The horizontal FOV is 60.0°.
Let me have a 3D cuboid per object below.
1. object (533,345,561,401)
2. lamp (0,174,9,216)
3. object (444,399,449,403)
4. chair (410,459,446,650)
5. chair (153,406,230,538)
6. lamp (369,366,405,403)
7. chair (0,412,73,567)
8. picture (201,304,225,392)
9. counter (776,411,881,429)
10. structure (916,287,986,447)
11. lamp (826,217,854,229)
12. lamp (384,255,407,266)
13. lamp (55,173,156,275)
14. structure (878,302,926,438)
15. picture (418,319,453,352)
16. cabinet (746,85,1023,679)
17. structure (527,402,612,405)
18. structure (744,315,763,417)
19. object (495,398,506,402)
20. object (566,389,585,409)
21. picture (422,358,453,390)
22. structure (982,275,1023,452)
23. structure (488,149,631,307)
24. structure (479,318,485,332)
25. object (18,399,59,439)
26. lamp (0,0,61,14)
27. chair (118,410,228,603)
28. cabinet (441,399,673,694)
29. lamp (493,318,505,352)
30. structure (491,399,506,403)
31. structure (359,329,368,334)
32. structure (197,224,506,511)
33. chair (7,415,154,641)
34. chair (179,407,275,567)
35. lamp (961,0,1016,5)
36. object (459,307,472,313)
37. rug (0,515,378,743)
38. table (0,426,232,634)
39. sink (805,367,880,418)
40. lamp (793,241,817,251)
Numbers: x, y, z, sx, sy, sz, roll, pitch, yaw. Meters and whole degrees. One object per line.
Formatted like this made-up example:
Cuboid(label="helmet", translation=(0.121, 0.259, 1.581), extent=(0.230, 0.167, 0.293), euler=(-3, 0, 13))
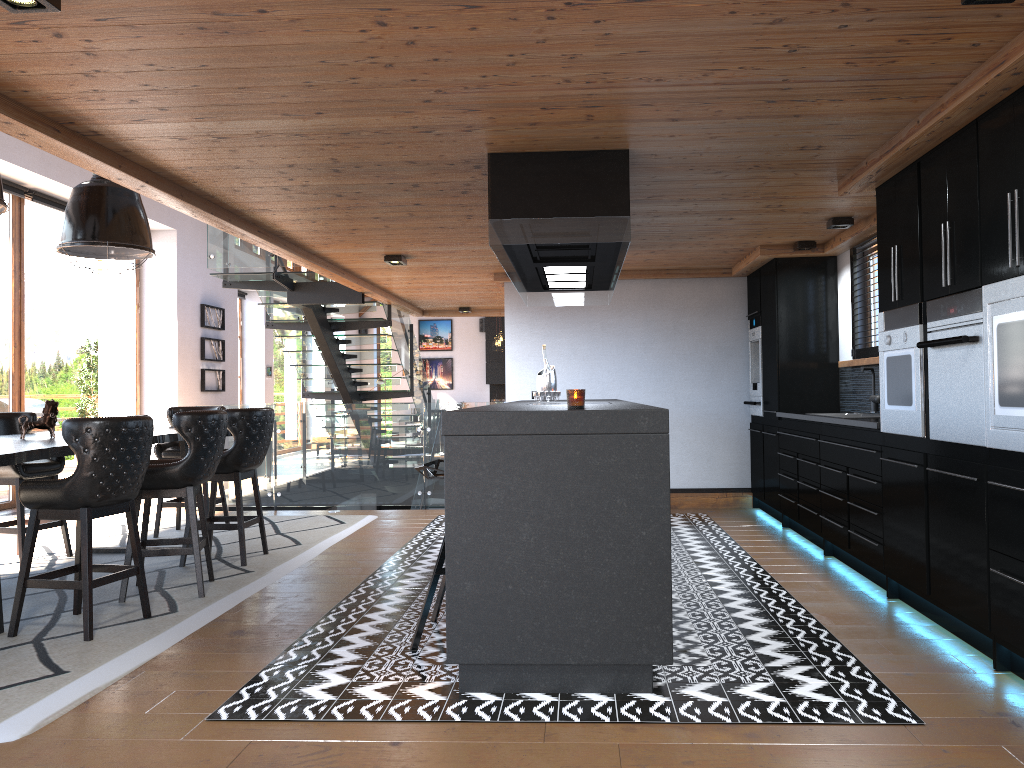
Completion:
Cuboid(label="object", translation=(0.278, -0.088, 7.128), extent=(0.226, 0.452, 0.225), euler=(-1, -1, 4))
Cuboid(label="lamp", translation=(-2.919, -3.113, 4.512), extent=(0.629, 4.686, 0.614), euler=(0, -2, -41))
Cuboid(label="object", translation=(-1.689, 0.635, 22.408), extent=(0.262, 0.532, 0.423), euler=(0, -1, -27))
Cuboid(label="chair", translation=(-0.219, 0.799, 4.309), extent=(0.468, 0.839, 0.540), euler=(-1, -1, 5))
Cuboid(label="chair", translation=(-2.715, 0.739, 7.564), extent=(0.503, 1.092, 0.568), euler=(-1, -1, 3))
Cuboid(label="lamp", translation=(-3.042, 0.490, 21.674), extent=(0.522, 1.899, 1.334), euler=(-1, -1, 25))
Cuboid(label="chair", translation=(-3.544, 0.747, 6.306), extent=(0.565, 1.092, 0.506), euler=(-1, -1, 13))
Cuboid(label="picture", translation=(-4.593, -0.538, 13.625), extent=(0.059, 1.312, 0.775), euler=(-1, -1, 4))
Cuboid(label="counter", translation=(2.418, 0.243, 6.255), extent=(0.530, 0.040, 2.570), euler=(-1, -1, 4))
Cuboid(label="structure", translation=(1.979, -0.070, 4.018), extent=(0.089, 0.673, 0.595), euler=(-1, -1, 4))
Cuboid(label="lamp", translation=(2.338, -1.154, 6.319), extent=(0.155, 0.068, 0.153), euler=(-1, -1, 4))
Cuboid(label="lamp", translation=(-1.022, -1.093, 7.794), extent=(0.155, 0.068, 0.261), euler=(-1, -1, 4))
Cuboid(label="lamp", translation=(-2.798, -3.099, 6.101), extent=(0.629, 4.686, 0.614), euler=(0, -2, -41))
Cuboid(label="structure", translation=(2.207, -0.067, 4.669), extent=(0.381, 0.673, 0.600), euler=(-1, -1, 4))
Cuboid(label="picture", translation=(-1.971, -1.251, 22.806), extent=(0.878, 0.816, 0.036), euler=(-1, -1, 3))
Cuboid(label="cabinet", translation=(2.363, 0.008, 5.615), extent=(0.542, 2.381, 6.438), euler=(-1, -1, 4))
Cuboid(label="structure", translation=(0.352, 0.128, 5.418), extent=(0.503, 0.017, 0.611), euler=(-1, -1, 4))
Cuboid(label="structure", translation=(2.396, -0.167, 8.527), extent=(0.255, 0.946, 0.598), euler=(-1, -1, 4))
Cuboid(label="object", translation=(-0.114, 0.609, 19.172), extent=(0.404, 0.808, 0.623), euler=(-1, -1, 15))
Cuboid(label="object", translation=(0.261, 0.062, 3.615), extent=(0.080, 0.081, 0.078), euler=(0, -1, -41))
Cuboid(label="picture", translation=(-1.958, -0.256, 22.783), extent=(0.878, 0.816, 0.036), euler=(-1, -1, 3))
Cuboid(label="structure", translation=(1.943, -0.075, 3.392), extent=(0.039, 0.672, 0.594), euler=(-1, -1, 4))
Cuboid(label="structure", translation=(0.357, -0.927, 6.057), extent=(0.710, 0.476, 3.254), euler=(-1, -1, 4))
Cuboid(label="structure", translation=(-0.737, -1.502, 22.668), extent=(0.213, 0.349, 0.214), euler=(-1, -1, 4))
Cuboid(label="object", translation=(-2.959, 0.220, 5.540), extent=(0.223, 0.253, 0.114), euler=(0, -1, -34))
Cuboid(label="lamp", translation=(-1.426, -1.141, 2.514), extent=(0.155, 0.068, 0.261), euler=(-1, -1, 4))
Cuboid(label="chair", translation=(-1.999, 0.706, 5.313), extent=(0.571, 1.092, 0.501), euler=(0, -1, -12))
Cuboid(label="cabinet", translation=(0.354, 0.676, 5.833), extent=(0.887, 1.104, 4.807), euler=(-1, -1, 4))
Cuboid(label="lamp", translation=(-0.312, -1.843, 19.853), extent=(0.262, 2.202, 0.801), euler=(-1, -1, -5))
Cuboid(label="structure", translation=(-0.038, 0.644, 22.274), extent=(0.981, 0.514, 0.183), euler=(-1, -1, 3))
Cuboid(label="structure", translation=(-3.829, -1.458, 22.829), extent=(0.213, 0.349, 0.214), euler=(-1, -1, 4))
Cuboid(label="structure", translation=(-4.287, 0.958, 10.989), extent=(9.198, 6.400, 11.039), euler=(-1, -1, 4))
Cuboid(label="chair", translation=(-2.126, 0.709, 4.497), extent=(0.565, 1.092, 0.506), euler=(-1, -1, 13))
Cuboid(label="chair", translation=(-1.975, 0.716, 6.277), extent=(0.568, 1.092, 0.504), euler=(-1, -1, 3))
Cuboid(label="lamp", translation=(1.419, -1.179, 2.543), extent=(0.155, 0.068, 0.261), euler=(-1, -1, 4))
Cuboid(label="object", translation=(-0.660, -1.051, 12.529), extent=(0.155, 0.068, 0.261), euler=(-1, -1, 4))
Cuboid(label="rug", translation=(-2.748, 1.269, 5.877), extent=(2.548, 0.047, 5.638), euler=(-1, -1, 4))
Cuboid(label="table", translation=(-2.839, 0.812, 5.569), extent=(1.427, 0.950, 3.801), euler=(-1, -1, 4))
Cuboid(label="sink", translation=(2.398, 0.091, 6.178), extent=(0.462, 0.420, 0.963), euler=(-1, -1, 4))
Cuboid(label="lamp", translation=(2.414, -1.145, 7.306), extent=(0.155, 0.068, 0.153), euler=(-1, -1, 4))
